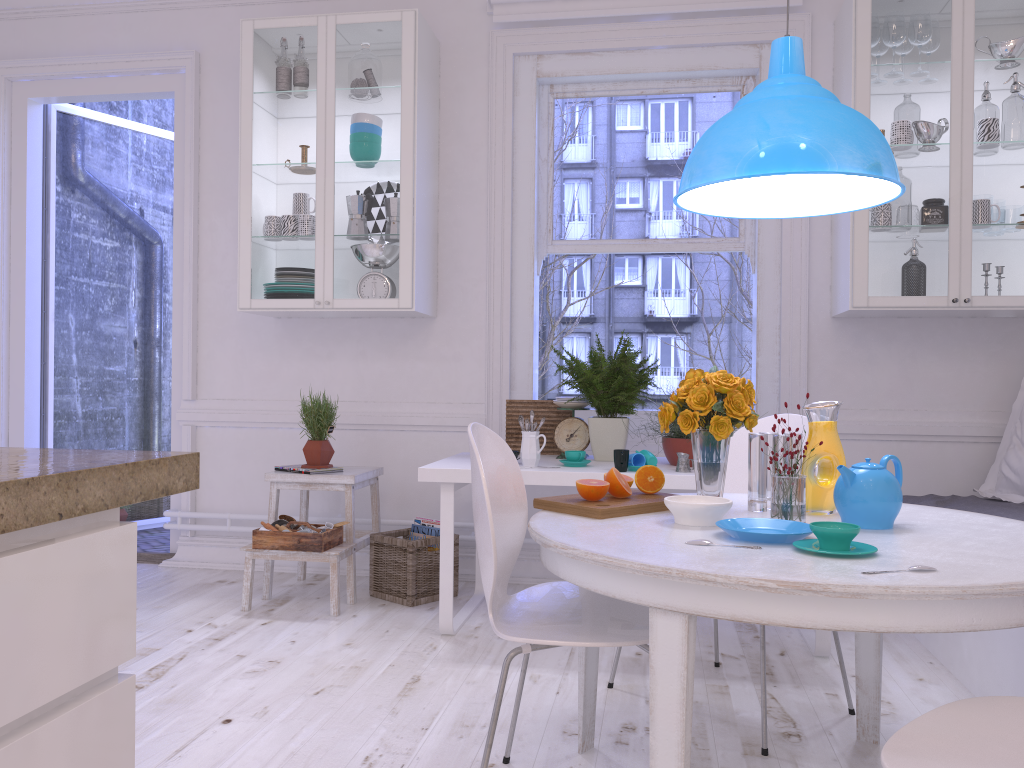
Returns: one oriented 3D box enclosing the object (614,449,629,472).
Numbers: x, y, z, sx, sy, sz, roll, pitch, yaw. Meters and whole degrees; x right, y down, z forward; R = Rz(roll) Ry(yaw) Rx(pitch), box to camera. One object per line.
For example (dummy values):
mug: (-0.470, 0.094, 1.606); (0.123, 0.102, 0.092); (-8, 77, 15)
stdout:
object: (0.382, 0.271, 3.128); (0.055, 0.077, 0.070); (1, 0, 35)

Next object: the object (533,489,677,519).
object: (0.254, 0.289, 2.163); (0.347, 0.024, 0.224); (1, 0, -41)

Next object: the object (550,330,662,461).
object: (0.381, 0.045, 3.574); (0.438, 0.527, 0.368); (1, 0, 9)

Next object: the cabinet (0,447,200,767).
cabinet: (-0.804, 0.501, 0.566); (0.654, 0.842, 1.167); (1, 0, 9)

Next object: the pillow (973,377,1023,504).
pillow: (2.134, 0.155, 3.436); (0.374, 0.642, 0.677); (1, 0, -20)

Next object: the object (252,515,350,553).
object: (-0.855, 0.606, 3.611); (0.358, 0.110, 0.211); (1, 0, 12)

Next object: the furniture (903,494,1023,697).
furniture: (1.632, 0.692, 2.036); (0.769, 0.508, 3.296); (1, 0, 9)

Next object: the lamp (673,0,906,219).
lamp: (0.714, -1.449, 2.279); (0.568, 1.948, 0.568); (1, 0, 43)

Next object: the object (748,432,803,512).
object: (0.635, 0.212, 2.141); (0.101, 0.186, 0.122); (1, 0, 39)

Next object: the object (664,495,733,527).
object: (0.405, 0.277, 1.932); (0.147, 0.052, 0.147); (1, 0, -38)

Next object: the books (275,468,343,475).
books: (-0.883, 0.373, 3.857); (0.246, 0.011, 0.180); (1, 0, 39)

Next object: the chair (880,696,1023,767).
chair: (0.713, 0.517, 1.153); (0.483, 0.845, 0.604); (1, 0, 44)

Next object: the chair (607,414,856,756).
chair: (0.664, 0.512, 2.608); (0.483, 0.845, 0.604); (1, 0, -35)

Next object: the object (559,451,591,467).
object: (0.237, 0.280, 3.326); (0.121, 0.055, 0.121); (1, 0, -40)

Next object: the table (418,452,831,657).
table: (0.464, 0.620, 3.436); (1.514, 0.619, 0.736); (1, 0, 9)

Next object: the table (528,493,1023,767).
table: (0.601, 0.620, 1.913); (1.140, 0.629, 1.140); (1, 0, 38)

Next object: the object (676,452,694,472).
object: (0.616, 0.279, 3.155); (0.066, 0.067, 0.052); (1, 0, 10)

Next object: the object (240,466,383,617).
object: (-0.837, 0.646, 3.818); (0.418, 0.534, 0.599); (1, 0, 9)

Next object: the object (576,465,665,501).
object: (0.250, 0.240, 2.188); (0.285, 0.075, 0.129); (0, 0, -45)

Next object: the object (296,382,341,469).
object: (-0.831, 0.177, 3.838); (0.186, 0.367, 0.196); (1, 0, -36)

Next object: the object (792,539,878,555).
object: (0.589, 0.300, 1.621); (0.147, 0.011, 0.147); (1, 0, 12)

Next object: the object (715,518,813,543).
object: (0.505, 0.293, 1.764); (0.196, 0.023, 0.196); (1, 0, -3)

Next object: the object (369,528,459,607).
object: (-0.423, 0.784, 3.840); (0.276, 0.270, 0.276); (1, 0, 43)

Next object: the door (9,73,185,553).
door: (-2.051, -0.342, 5.072); (1.009, 2.474, 1.021); (1, 0, 9)

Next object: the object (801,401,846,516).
object: (0.736, 0.173, 2.099); (0.094, 0.267, 0.116); (1, 0, 36)

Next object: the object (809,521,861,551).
object: (0.590, 0.279, 1.621); (0.088, 0.043, 0.088); (1, 0, 17)

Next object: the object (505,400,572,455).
object: (0.120, 0.188, 3.842); (0.294, 0.237, 0.028); (1, 0, 9)

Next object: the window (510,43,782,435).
window: (0.623, -0.658, 4.193); (1.234, 1.782, 0.181); (1, 0, 9)

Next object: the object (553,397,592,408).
object: (0.254, 0.077, 3.723); (0.163, 0.047, 0.164); (1, 0, -31)

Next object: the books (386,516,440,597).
books: (-0.414, 0.751, 3.849); (0.221, 0.306, 0.205); (1, 0, 43)

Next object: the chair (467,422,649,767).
chair: (0.145, 0.508, 1.891); (0.483, 0.845, 0.604); (1, 0, 9)

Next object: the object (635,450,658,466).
object: (0.482, 0.268, 3.185); (0.069, 0.059, 0.082); (1, 0, -13)

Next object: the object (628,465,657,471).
object: (0.459, 0.300, 3.180); (0.121, 0.021, 0.121); (1, 0, -40)

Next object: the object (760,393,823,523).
object: (0.609, 0.162, 1.924); (0.128, 0.287, 0.128); (1, 0, 11)

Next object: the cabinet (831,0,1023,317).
cabinet: (1.793, -0.947, 3.657); (0.823, 1.311, 0.425); (1, 0, 9)

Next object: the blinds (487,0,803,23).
blinds: (0.593, -1.726, 4.007); (1.451, 0.131, 0.136); (1, 0, 9)

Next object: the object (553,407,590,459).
object: (0.256, 0.204, 3.712); (0.159, 0.208, 0.185); (1, 0, 9)

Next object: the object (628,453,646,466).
object: (0.444, 0.274, 3.179); (0.069, 0.058, 0.080); (1, 0, -18)

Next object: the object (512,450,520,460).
object: (-0.012, 0.281, 3.400); (0.079, 0.048, 0.082); (1, 0, -31)

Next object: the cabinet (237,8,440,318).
cabinet: (-0.792, -0.977, 4.083); (0.823, 1.311, 0.425); (1, 0, 9)

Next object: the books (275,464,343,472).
books: (-0.883, 0.364, 3.857); (0.246, 0.007, 0.180); (1, 0, 39)

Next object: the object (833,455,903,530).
object: (0.777, 0.231, 1.924); (0.156, 0.151, 0.150); (1, 0, 13)

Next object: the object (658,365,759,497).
object: (0.488, 0.128, 2.174); (0.234, 0.351, 0.235); (1, 0, -26)

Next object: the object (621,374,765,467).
object: (0.717, 0.147, 3.421); (0.668, 0.367, 0.531); (1, 0, 34)
